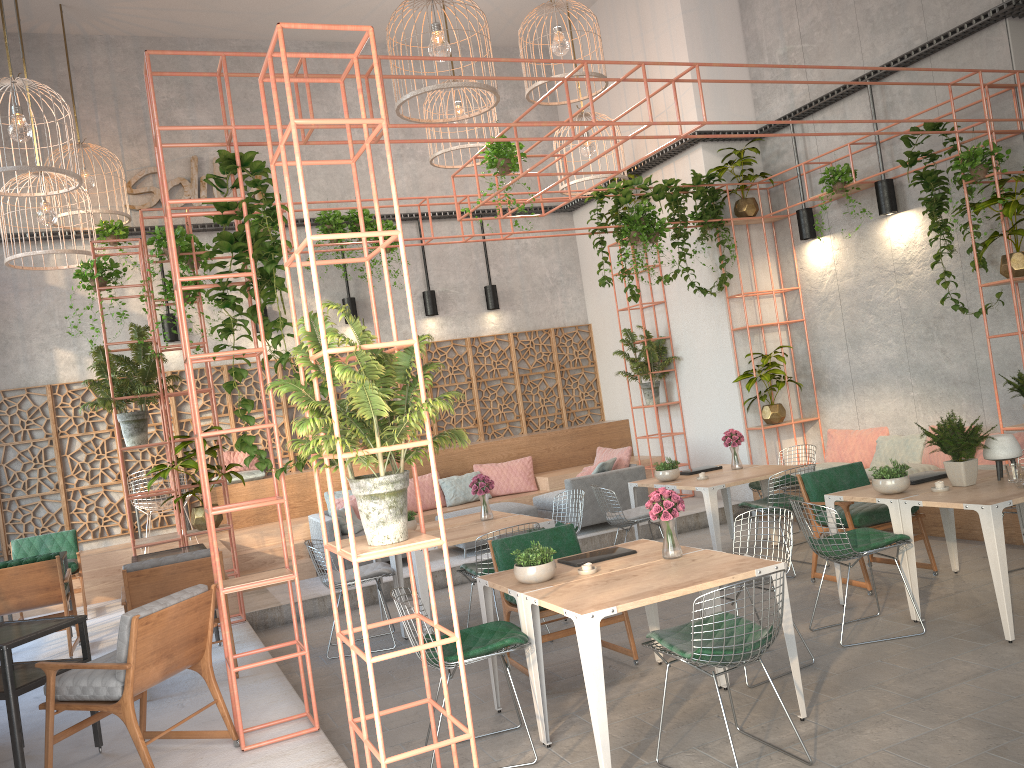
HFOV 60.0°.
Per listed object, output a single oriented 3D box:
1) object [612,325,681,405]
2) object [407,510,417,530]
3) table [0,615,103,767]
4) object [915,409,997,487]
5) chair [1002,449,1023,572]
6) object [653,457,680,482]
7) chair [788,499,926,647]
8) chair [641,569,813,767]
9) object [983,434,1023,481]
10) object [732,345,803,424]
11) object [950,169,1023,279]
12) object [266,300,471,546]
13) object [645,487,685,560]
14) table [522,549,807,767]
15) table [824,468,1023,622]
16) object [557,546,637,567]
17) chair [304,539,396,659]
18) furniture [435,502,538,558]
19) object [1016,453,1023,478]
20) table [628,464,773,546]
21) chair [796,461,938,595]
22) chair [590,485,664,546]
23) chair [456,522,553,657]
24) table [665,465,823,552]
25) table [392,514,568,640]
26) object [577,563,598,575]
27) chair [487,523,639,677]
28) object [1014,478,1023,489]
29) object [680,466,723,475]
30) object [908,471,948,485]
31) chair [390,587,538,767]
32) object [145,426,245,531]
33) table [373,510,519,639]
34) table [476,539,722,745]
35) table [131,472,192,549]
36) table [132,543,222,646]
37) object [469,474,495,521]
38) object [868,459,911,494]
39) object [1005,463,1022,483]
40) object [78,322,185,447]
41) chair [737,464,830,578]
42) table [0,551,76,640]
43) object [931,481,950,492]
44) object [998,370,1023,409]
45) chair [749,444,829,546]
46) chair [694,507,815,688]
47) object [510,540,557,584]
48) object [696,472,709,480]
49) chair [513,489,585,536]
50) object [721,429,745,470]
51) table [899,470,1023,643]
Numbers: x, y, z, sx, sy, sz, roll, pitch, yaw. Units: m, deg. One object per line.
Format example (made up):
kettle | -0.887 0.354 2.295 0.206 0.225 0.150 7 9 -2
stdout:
object | 1.833 -0.262 12.111 0.900 1.097 0.894 -8 -1 6
object | -0.949 1.181 7.700 0.252 0.247 0.247 -8 -1 -24
table | -2.771 1.775 4.913 0.635 0.798 0.602 -8 -1 16
object | 3.051 0.437 6.101 0.368 0.527 0.438 -8 -1 -23
chair | 3.970 0.954 6.662 0.717 0.941 0.565 -8 -1 -22
object | 1.534 0.838 8.790 0.254 0.247 0.248 -8 -1 -24
chair | 2.287 1.186 5.914 0.717 0.941 0.565 -8 -1 -7
chair | 1.004 1.347 4.246 0.565 0.941 0.717 -8 -1 -27
object | 3.390 0.507 6.122 0.241 0.313 0.241 -9 -1 21
object | 3.069 0.028 10.739 0.903 0.919 0.934 -9 -1 38
object | 4.248 -1.374 7.545 0.903 0.947 0.934 -9 -1 28
object | -0.657 0.172 4.027 0.900 1.100 0.894 -8 -1 6
object | 0.900 0.805 5.145 0.225 0.414 0.213 -8 -1 -31
table | 0.797 1.440 4.698 1.214 0.830 0.694 -8 -1 -24
table | 3.040 1.130 6.462 1.205 0.830 0.694 -8 -1 -24
object | 0.525 1.070 5.476 0.427 0.031 0.268 -8 -1 -24
chair | -1.307 1.726 7.410 0.717 0.941 0.565 -8 -1 -7
furniture | -0.294 1.671 10.403 0.975 0.446 0.941 -8 -1 -24
object | 3.526 0.558 6.030 0.210 0.154 0.165 -8 -1 -34
table | 1.930 1.327 9.051 1.205 0.830 0.694 -8 -1 -24
chair | 2.840 1.128 7.169 0.722 0.917 0.685 -8 -1 -24
chair | 1.177 1.383 8.502 0.717 0.941 0.565 -8 -1 -7
chair | -0.069 1.539 6.870 0.565 0.941 0.717 -8 -1 -27
table | 2.208 1.278 8.414 1.214 0.830 0.694 -8 -1 -24
table | -0.278 1.621 7.324 1.214 0.830 0.694 -8 -1 -24
object | 0.430 1.054 5.073 0.115 0.073 0.115 -8 -1 -29
chair | 0.318 1.476 6.043 0.722 0.917 0.685 -8 -1 -24
object | 3.333 0.634 5.671 0.218 0.041 0.218 -8 -1 -15
object | 1.933 0.895 9.192 0.427 0.031 0.268 -8 -1 -24
object | 3.043 0.698 6.603 0.427 0.031 0.268 -8 -1 -24
chair | -0.235 1.533 4.787 0.717 0.941 0.565 -8 -1 -7
object | -2.888 0.876 8.065 0.903 0.923 0.934 -9 -1 33
table | -0.555 1.670 7.959 1.205 0.830 0.694 -8 -1 -24
table | 0.520 1.490 5.335 1.205 0.830 0.694 -8 -1 -24
table | -4.220 1.514 10.689 0.602 0.798 0.635 -8 -1 -24
table | -2.831 1.820 7.453 0.602 0.798 0.635 -8 -1 -24
object | -0.254 0.998 7.832 0.225 0.414 0.213 -8 -1 -31
object | 2.644 0.641 6.202 0.254 0.247 0.248 -8 -1 -24
object | 3.347 0.595 5.913 0.095 0.119 0.095 -8 -1 1
object | -3.461 0.013 8.075 0.900 1.101 0.894 -9 -1 31
chair | 2.416 1.197 7.961 0.565 0.941 0.717 -8 -1 -27
table | -4.557 2.084 8.508 0.602 0.798 0.635 -8 -1 -24
object | 2.904 0.690 6.020 0.115 0.078 0.115 -8 -1 -18
object | 4.492 0.076 7.652 0.368 0.527 0.438 -8 -1 -23
chair | 2.861 1.151 9.250 0.717 0.941 0.565 -8 -1 -22
chair | 1.449 1.301 5.535 0.717 0.941 0.565 -8 -1 -22
object | 0.127 1.013 5.075 0.252 0.247 0.247 -8 -1 -24
object | 1.829 0.881 8.526 0.115 0.078 0.115 -8 -1 -18
chair | 0.376 1.494 8.159 0.717 0.941 0.565 -8 -1 -22
object | 2.236 0.654 8.926 0.225 0.414 0.213 -8 -1 -31
table | 3.317 1.081 5.825 1.214 0.830 0.694 -8 -1 -24
